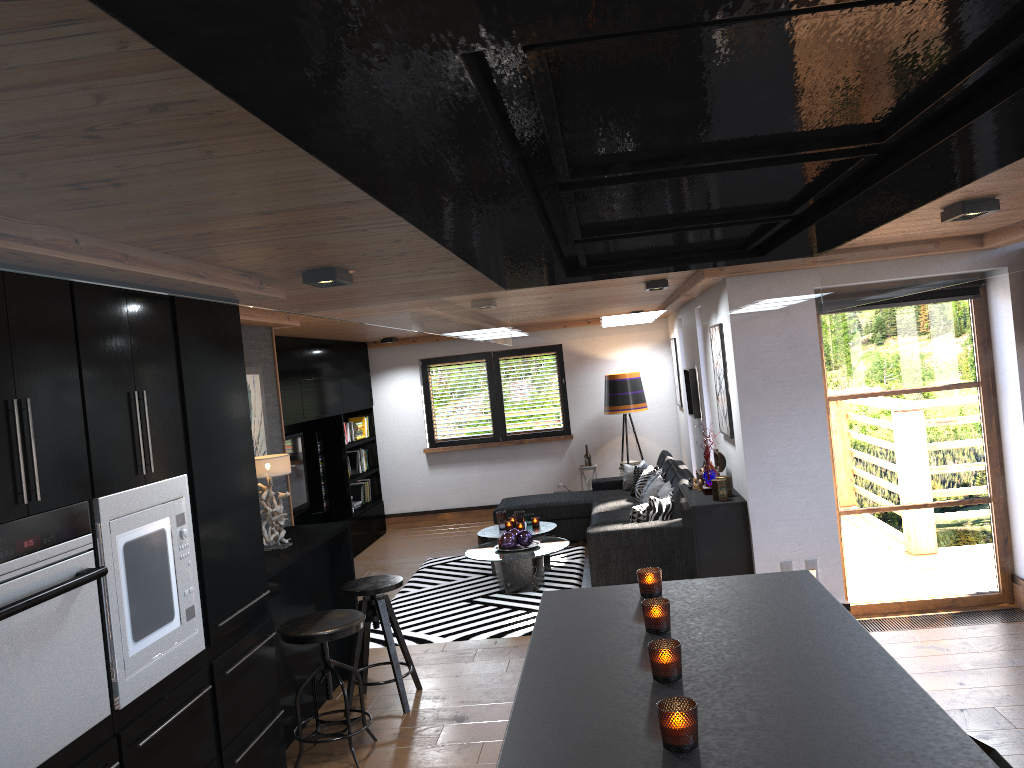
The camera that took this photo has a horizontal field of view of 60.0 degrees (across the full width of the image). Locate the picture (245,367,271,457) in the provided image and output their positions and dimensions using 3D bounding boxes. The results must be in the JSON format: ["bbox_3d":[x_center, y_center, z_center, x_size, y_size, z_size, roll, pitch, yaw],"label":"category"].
[{"bbox_3d":[-1.578,0.201,5.042,0.010,0.594,0.928,-6,1,6],"label":"picture"}]

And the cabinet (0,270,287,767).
[{"bbox_3d":[-1.714,0.839,0.879,0.542,2.380,6.446,-6,1,6],"label":"cabinet"}]

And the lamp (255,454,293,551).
[{"bbox_3d":[-1.354,0.665,4.991,0.246,0.516,0.248,-6,0,9],"label":"lamp"}]

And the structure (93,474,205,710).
[{"bbox_3d":[-1.239,0.686,3.092,0.039,0.671,0.595,-6,1,6],"label":"structure"}]

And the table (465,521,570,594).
[{"bbox_3d":[0.097,1.536,7.835,0.894,0.371,1.528,-6,1,6],"label":"table"}]

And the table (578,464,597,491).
[{"bbox_3d":[0.949,1.295,10.776,0.226,0.608,0.225,-6,0,5],"label":"table"}]

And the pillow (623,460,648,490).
[{"bbox_3d":[1.354,1.000,9.567,0.218,0.347,0.564,-6,1,-14],"label":"pillow"}]

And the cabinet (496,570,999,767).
[{"bbox_3d":[0.349,1.274,0.588,0.887,1.103,4.812,-6,1,6],"label":"cabinet"}]

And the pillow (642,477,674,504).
[{"bbox_3d":[1.286,1.024,7.778,0.284,0.328,0.726,-6,1,-4],"label":"pillow"}]

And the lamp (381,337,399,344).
[{"bbox_3d":[-1.454,-0.524,10.527,0.155,0.068,0.262,-6,1,6],"label":"lamp"}]

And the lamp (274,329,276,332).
[{"bbox_3d":[-1.872,-0.415,6.556,0.155,0.068,0.262,-6,1,6],"label":"lamp"}]

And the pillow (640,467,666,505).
[{"bbox_3d":[1.342,1.022,8.426,0.274,0.355,0.729,-6,1,6],"label":"pillow"}]

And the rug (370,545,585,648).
[{"bbox_3d":[-0.209,1.764,7.685,1.658,0.020,2.907,-6,1,6],"label":"rug"}]

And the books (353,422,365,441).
[{"bbox_3d":[-1.929,0.577,10.678,0.260,0.197,0.297,-6,1,8],"label":"books"}]

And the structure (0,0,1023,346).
[{"bbox_3d":[0.155,-0.316,0.394,0.709,0.476,3.258,-6,1,6],"label":"structure"}]

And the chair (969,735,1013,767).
[{"bbox_3d":[0.979,1.315,2.094,0.468,0.839,0.540,-6,1,7],"label":"chair"}]

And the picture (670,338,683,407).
[{"bbox_3d":[1.880,-0.135,10.148,0.020,0.781,0.564,-6,1,6],"label":"picture"}]

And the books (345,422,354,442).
[{"bbox_3d":[-1.993,0.574,10.395,0.182,0.232,0.285,-6,1,9],"label":"books"}]

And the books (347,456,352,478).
[{"bbox_3d":[-1.970,0.950,10.141,0.209,0.270,0.237,-6,1,5],"label":"books"}]

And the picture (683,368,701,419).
[{"bbox_3d":[1.676,0.080,8.254,0.066,0.451,0.560,-6,1,6],"label":"picture"}]

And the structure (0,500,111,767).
[{"bbox_3d":[-1.294,0.702,2.466,0.089,0.672,0.595,-6,1,6],"label":"structure"}]

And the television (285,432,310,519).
[{"bbox_3d":[-2.201,0.918,8.499,0.050,0.813,1.256,-6,1,6],"label":"television"}]

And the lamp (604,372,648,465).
[{"bbox_3d":[1.920,0.663,10.647,1.640,1.699,0.520,-6,0,-17],"label":"lamp"}]

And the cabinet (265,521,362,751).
[{"bbox_3d":[-1.284,1.424,4.899,0.428,1.010,1.629,-6,1,6],"label":"cabinet"}]

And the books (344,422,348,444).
[{"bbox_3d":[-1.984,0.561,9.919,0.207,0.270,0.241,-6,1,6],"label":"books"}]

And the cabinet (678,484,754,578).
[{"bbox_3d":[1.397,0.987,6.154,0.357,0.468,0.957,-6,1,6],"label":"cabinet"}]

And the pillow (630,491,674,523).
[{"bbox_3d":[1.171,1.067,7.257,0.542,0.346,0.296,-6,1,-34],"label":"pillow"}]

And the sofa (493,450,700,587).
[{"bbox_3d":[0.745,1.248,8.489,2.083,0.818,3.097,-6,1,6],"label":"sofa"}]

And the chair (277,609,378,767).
[{"bbox_3d":[-0.930,1.552,4.501,0.439,0.716,0.443,-6,0,9],"label":"chair"}]

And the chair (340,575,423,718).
[{"bbox_3d":[-0.784,1.524,5.199,0.392,0.721,0.394,-6,0,5],"label":"chair"}]

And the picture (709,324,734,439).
[{"bbox_3d":[1.468,-0.028,6.231,0.020,0.781,0.564,-6,1,6],"label":"picture"}]

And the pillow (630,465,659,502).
[{"bbox_3d":[1.375,1.011,9.059,0.311,0.364,0.668,-6,1,1],"label":"pillow"}]
